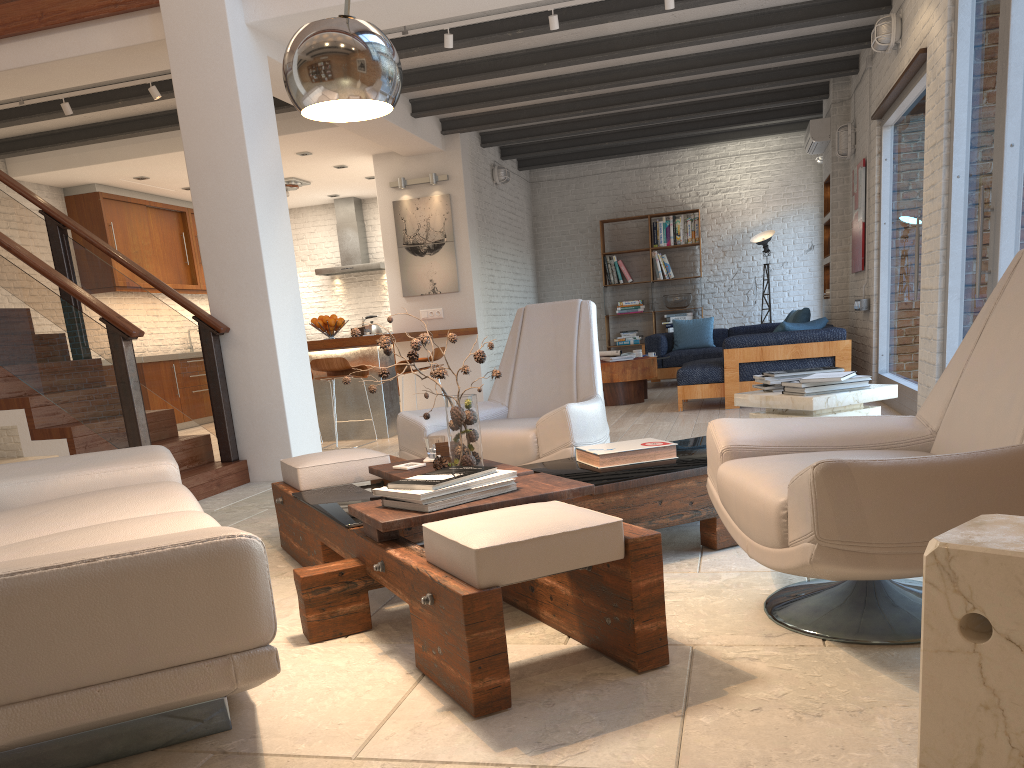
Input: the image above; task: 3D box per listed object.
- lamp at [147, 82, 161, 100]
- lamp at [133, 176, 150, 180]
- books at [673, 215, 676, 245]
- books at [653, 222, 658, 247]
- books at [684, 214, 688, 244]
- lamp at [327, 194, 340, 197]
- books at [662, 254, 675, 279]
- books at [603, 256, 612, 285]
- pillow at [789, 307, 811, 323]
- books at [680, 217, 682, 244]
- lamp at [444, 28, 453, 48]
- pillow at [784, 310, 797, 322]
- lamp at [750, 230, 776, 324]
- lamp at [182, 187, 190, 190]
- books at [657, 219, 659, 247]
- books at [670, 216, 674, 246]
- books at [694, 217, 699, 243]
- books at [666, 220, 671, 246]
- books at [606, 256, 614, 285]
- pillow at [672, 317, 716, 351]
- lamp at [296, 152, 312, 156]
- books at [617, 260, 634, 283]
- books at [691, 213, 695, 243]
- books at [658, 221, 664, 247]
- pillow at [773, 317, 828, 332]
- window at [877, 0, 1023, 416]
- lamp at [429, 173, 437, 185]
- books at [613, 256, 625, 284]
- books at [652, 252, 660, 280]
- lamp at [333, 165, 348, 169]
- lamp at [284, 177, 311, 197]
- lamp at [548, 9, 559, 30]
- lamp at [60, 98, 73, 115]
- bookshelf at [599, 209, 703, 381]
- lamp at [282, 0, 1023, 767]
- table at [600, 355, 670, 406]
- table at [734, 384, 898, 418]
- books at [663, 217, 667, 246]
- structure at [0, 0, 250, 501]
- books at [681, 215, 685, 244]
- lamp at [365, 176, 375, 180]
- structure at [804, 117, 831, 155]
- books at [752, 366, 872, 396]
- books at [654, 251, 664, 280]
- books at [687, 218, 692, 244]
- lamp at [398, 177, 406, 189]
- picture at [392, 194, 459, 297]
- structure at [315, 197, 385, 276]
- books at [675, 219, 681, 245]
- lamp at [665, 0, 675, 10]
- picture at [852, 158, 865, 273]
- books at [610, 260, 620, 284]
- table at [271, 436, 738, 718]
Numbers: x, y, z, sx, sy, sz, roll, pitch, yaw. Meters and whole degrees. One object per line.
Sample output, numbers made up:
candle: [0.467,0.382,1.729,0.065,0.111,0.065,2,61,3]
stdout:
lamp: [-2.642,-2.161,6.442,0.086,0.133,0.058,-10,13,-24]
lamp: [-4.056,-2.270,9.535,0.124,0.057,0.120,-4,6,15]
books: [2.203,-2.064,11.780,0.036,0.396,0.235,-1,11,14]
books: [1.960,-2.019,11.861,0.056,0.340,0.246,-1,11,14]
books: [2.349,-2.074,11.742,0.036,0.396,0.235,-1,11,14]
lamp: [-2.413,-2.560,11.776,0.124,0.057,0.120,-4,6,15]
books: [2.137,-1.598,11.912,0.158,0.340,0.246,-2,11,14]
books: [1.341,-1.571,12.118,0.091,0.397,0.235,-1,11,14]
pillow: [3.004,-0.589,9.196,0.255,0.429,1.175,-2,5,14]
books: [2.286,-2.056,11.761,0.021,0.371,0.262,-1,11,14]
lamp: [-0.427,-2.318,5.866,0.059,0.133,0.084,-8,11,-15]
pillow: [3.344,-0.677,10.464,0.244,0.410,1.073,-2,5,13]
lamp: [3.467,-1.073,11.358,0.504,1.905,0.842,-8,12,-13]
lamp: [-3.842,-2.343,10.370,0.124,0.057,0.120,-4,6,15]
books: [1.996,-2.036,11.847,0.021,0.371,0.262,-1,11,14]
books: [2.164,-2.060,11.780,0.036,0.396,0.235,-1,11,14]
books: [2.494,-2.058,11.727,0.056,0.340,0.246,-1,11,14]
books: [2.126,-2.031,11.818,0.056,0.340,0.246,-1,11,14]
books: [1.379,-1.575,12.116,0.091,0.397,0.235,-1,11,14]
pillow: [2.338,-0.647,11.235,0.556,0.422,0.215,-3,12,14]
lamp: [-2.155,-2.405,9.036,0.124,0.057,0.120,-4,6,15]
books: [1.577,-1.556,12.084,0.195,0.329,0.246,-2,10,14]
books: [2.440,-2.081,11.718,0.036,0.396,0.235,-1,11,14]
books: [2.031,-2.023,11.824,0.056,0.340,0.246,-1,11,14]
pillow: [2.584,-0.420,7.976,0.558,0.339,0.370,-8,9,-25]
window: [2.757,-2.936,5.127,0.648,6.593,11.958,-1,7,14]
lamp: [-0.836,-2.174,9.248,0.079,0.108,0.078,4,14,42]
books: [1.479,-1.579,12.078,0.121,0.394,0.235,-2,11,14]
books: [1.984,-1.615,11.964,0.101,0.396,0.235,-1,11,14]
lamp: [-1.941,-2.478,9.872,0.124,0.057,0.120,-4,6,15]
lamp: [-2.729,-2.351,10.541,0.451,0.176,0.436,-4,5,15]
lamp: [0.272,-2.368,5.686,0.061,0.133,0.083,-1,11,16]
lamp: [-3.396,-2.108,6.647,0.061,0.133,0.083,-1,11,16]
bookshelf: [1.955,-1.169,12.053,1.320,2.274,0.351,-2,13,14]
lamp: [0.122,-0.418,1.813,0.312,2.425,2.007,-16,14,-39]
table: [1.187,-0.062,9.859,1.078,0.460,1.776,-3,5,20]
table: [1.377,0.276,3.978,0.489,0.520,0.485,-9,10,-25]
books: [2.075,-2.054,11.809,0.036,0.396,0.235,-1,11,14]
structure: [-2.264,-1.431,6.223,10.175,4.268,13.438,-4,5,15]
books: [2.316,-2.073,11.764,0.036,0.396,0.235,-1,11,14]
lamp: [-1.728,-2.551,10.707,0.124,0.057,0.120,-4,6,15]
structure: [3.245,-2.624,9.277,0.200,0.226,0.790,-2,5,15]
books: [1.338,-0.012,3.853,0.389,0.082,0.553,-5,4,-1]
books: [2.015,-1.615,11.933,0.104,0.396,0.235,-1,11,14]
books: [2.395,-2.049,11.731,0.056,0.340,0.246,-1,11,14]
lamp: [-1.180,-2.150,9.338,0.079,0.108,0.078,4,14,42]
picture: [-0.938,-1.498,9.506,0.656,1.049,0.019,-2,14,14]
structure: [-2.274,-2.080,12.226,0.987,1.025,0.440,-3,12,14]
books: [2.246,-2.038,11.761,0.056,0.340,0.246,-1,11,14]
lamp: [0.992,-2.425,5.496,0.061,0.125,0.083,-1,11,16]
picture: [3.244,-1.545,8.171,0.019,0.991,0.718,-1,11,14]
books: [1.435,-1.554,12.127,0.102,0.345,0.246,-2,11,14]
table: [0.121,0.469,3.268,1.949,0.443,2.167,-7,5,-24]
